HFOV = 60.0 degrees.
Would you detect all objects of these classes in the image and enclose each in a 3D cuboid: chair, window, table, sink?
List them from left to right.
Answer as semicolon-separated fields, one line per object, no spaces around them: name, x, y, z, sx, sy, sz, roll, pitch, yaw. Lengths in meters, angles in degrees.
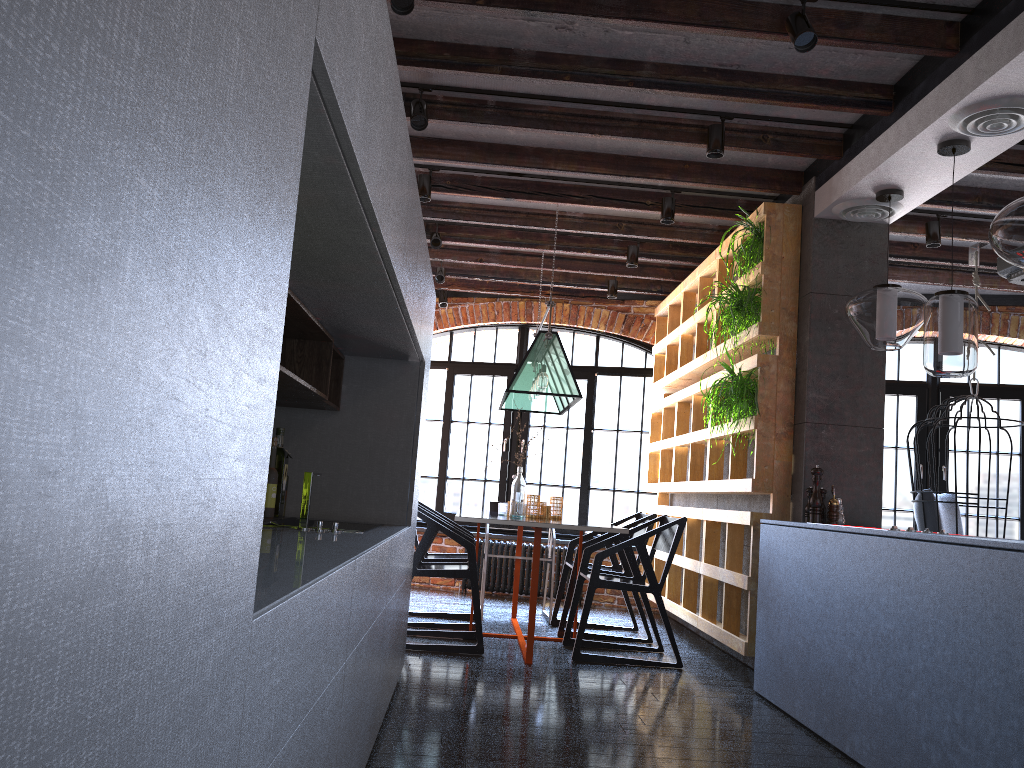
sink;-0.703;0.482;3.317;0.381;0.286;0.828;5;-7;-2
chair;-0.436;1.062;5.061;0.610;0.818;0.495;5;-7;-2
chair;-0.474;1.157;5.849;0.610;0.818;0.495;5;-7;-2
window;0.042;0.389;8.024;3.144;2.231;0.177;2;-7;15
chair;0.043;1.274;6.461;0.495;0.818;0.611;5;-7;-2
table;0.084;1.195;5.475;0.905;0.737;1.889;5;-7;-2
chair;0.607;1.245;5.891;0.610;0.818;0.495;5;-7;-2
chair;0.646;1.149;5.103;0.610;0.818;0.495;5;-7;-2
window;3.448;0.556;7.286;3.293;2.231;0.177;2;-7;15
chair;2.947;0.189;5.771;0.682;2.219;0.802;-2;-9;43

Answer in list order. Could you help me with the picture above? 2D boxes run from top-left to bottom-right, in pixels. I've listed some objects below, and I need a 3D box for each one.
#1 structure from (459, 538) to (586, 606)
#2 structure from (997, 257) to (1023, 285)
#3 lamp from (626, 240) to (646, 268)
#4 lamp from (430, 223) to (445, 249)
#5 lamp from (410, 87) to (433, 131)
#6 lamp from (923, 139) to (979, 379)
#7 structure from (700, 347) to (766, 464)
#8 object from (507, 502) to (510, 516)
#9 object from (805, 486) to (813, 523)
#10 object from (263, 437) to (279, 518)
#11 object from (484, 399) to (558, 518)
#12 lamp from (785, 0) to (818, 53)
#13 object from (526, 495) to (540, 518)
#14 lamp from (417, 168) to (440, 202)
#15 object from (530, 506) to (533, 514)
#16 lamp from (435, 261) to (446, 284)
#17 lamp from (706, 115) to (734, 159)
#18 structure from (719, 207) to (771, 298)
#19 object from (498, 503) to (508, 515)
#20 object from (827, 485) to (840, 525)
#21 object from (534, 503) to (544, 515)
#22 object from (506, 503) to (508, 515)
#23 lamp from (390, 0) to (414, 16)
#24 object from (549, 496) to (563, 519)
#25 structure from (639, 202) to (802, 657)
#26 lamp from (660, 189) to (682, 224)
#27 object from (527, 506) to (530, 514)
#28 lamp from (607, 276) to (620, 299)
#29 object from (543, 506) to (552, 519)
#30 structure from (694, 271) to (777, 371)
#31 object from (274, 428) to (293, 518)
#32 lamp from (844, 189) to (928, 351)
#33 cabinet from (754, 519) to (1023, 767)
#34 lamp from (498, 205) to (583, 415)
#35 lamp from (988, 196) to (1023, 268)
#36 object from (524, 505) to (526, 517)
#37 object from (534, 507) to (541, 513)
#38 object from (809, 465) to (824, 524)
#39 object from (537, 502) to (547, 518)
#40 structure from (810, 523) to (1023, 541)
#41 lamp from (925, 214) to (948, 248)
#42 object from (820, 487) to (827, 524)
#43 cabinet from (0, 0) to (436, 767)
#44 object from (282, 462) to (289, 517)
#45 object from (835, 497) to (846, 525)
structure;0.093;1.590;7.538;1.115;0.476;0.106;2;-7;15
structure;2.790;-0.938;4.569;0.409;0.815;0.464;5;-7;-2
lamp;0.872;-0.918;6.261;0.124;0.184;0.082;7;-7;-18
lamp;-0.522;-1.026;6.178;0.093;0.201;0.162;5;-7;-9
lamp;-0.426;-1.272;4.120;0.093;0.210;0.148;6;-7;-15
lamp;1.763;-0.501;3.554;0.195;0.954;0.198;1;-8;28
structure;1.255;0.136;4.851;0.422;0.620;0.571;2;-7;17
object;-0.003;0.781;5.548;0.054;0.087;0.054;0;-8;30
object;1.468;0.594;4.366;0.048;0.179;0.048;10;-9;-42
object;-0.973;0.375;3.563;0.063;0.323;0.063;11;-9;-44
object;0.067;0.446;5.342;0.443;0.708;0.194;3;-7;13
lamp;1.040;-1.280;3.170;0.093;0.210;0.145;6;-7;-10
object;0.129;0.756;5.476;0.086;0.139;0.086;8;-8;-29
lamp;-0.494;-1.159;5.146;0.123;0.188;0.083;0;-8;32
object;0.108;0.829;5.810;0.060;0.073;0.060;10;-9;-40
lamp;-0.571;-0.904;7.162;0.093;0.206;0.160;5;-7;-5
lamp;0.977;-1.170;4.187;0.082;0.184;0.116;10;-9;-41
structure;1.445;-0.692;4.937;0.570;0.620;0.422;6;-7;-13
object;-0.059;0.790;5.595;0.060;0.073;0.060;1;-8;29
object;1.566;0.588;4.308;0.058;0.192;0.081;-1;-9;39
object;0.174;0.808;5.702;0.061;0.099;0.061;4;-7;4
object;-0.052;0.808;5.733;0.060;0.073;0.060;1;-8;29
lamp;-0.379;-1.395;3.118;0.092;0.209;0.140;7;-7;-18
object;0.284;0.799;5.732;0.086;0.139;0.086;6;-7;-12
structure;1.299;0.377;6.027;0.206;2.379;2.831;5;-7;-2
lamp;0.930;-1.045;5.217;0.082;0.184;0.113;9;-8;-35
object;0.085;0.807;5.649;0.060;0.073;0.060;1;-8;29
lamp;0.832;-0.797;7.248;0.082;0.184;0.112;9;-8;-34
object;0.222;0.797;5.508;0.049;0.080;0.049;7;-7;-18
structure;1.251;-0.345;4.872;0.571;0.620;0.422;9;-8;-33
object;-0.972;0.368;3.695;0.095;0.369;0.109;5;-7;-2
lamp;1.756;-0.532;4.145;0.367;0.746;0.367;10;-9;-38
cabinet;1.580;0.937;2.914;0.607;0.843;2.962;5;-7;-2
lamp;0.207;-0.492;5.862;0.465;1.266;1.259;5;-7;-2
lamp;1.816;-0.714;2.991;0.364;0.664;0.364;7;-7;-19
object;0.066;0.798;5.588;0.060;0.073;0.060;1;-8;29
object;0.162;0.842;5.877;0.060;0.073;0.060;1;-8;29
object;1.476;0.534;4.299;0.061;0.282;0.061;3;-7;12
object;0.187;0.798;5.619;0.061;0.099;0.061;-1;-8;35
structure;1.575;0.600;3.559;0.504;0.057;0.764;5;-7;-2
lamp;2.520;-0.914;5.278;0.083;0.188;0.116;10;-9;-39
object;1.530;0.600;4.382;0.048;0.179;0.048;7;-7;-19
cabinet;-0.696;0.184;2.181;0.713;1.807;4.177;5;-7;-2
object;-0.977;0.445;3.768;0.047;0.235;0.047;6;-7;-15
object;1.599;0.625;4.354;0.069;0.135;0.069;7;-7;-22
